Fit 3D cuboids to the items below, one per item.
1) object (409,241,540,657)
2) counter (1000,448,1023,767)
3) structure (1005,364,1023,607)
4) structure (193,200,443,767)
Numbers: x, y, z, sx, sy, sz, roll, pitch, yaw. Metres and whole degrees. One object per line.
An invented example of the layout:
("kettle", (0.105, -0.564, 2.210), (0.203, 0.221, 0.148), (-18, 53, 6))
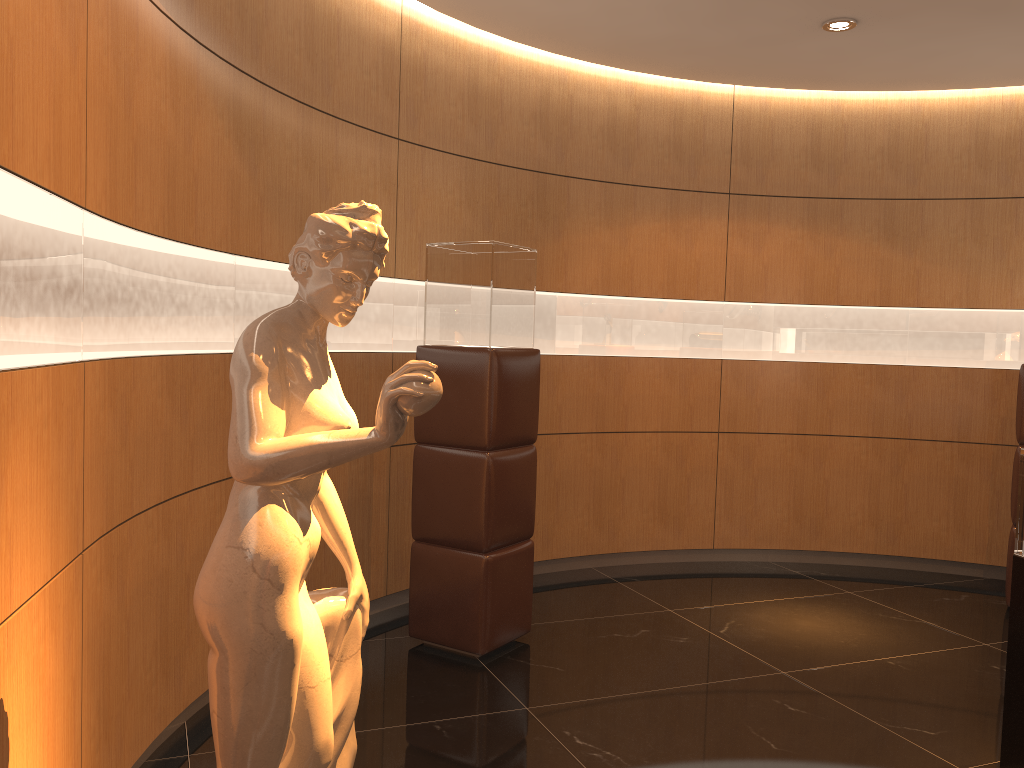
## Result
("object", (-0.181, 0.312, 4.471), (0.498, 2.000, 0.484), (4, 3, 32))
("counter", (2.301, 0.887, 1.967), (0.615, 1.173, 2.514), (1, 3, -12))
("structure", (3.318, 0.382, 5.349), (0.498, 2.000, 0.484), (4, 4, 33))
("structure", (-0.495, 0.515, 1.950), (0.477, 1.836, 0.733), (1, 3, -23))
